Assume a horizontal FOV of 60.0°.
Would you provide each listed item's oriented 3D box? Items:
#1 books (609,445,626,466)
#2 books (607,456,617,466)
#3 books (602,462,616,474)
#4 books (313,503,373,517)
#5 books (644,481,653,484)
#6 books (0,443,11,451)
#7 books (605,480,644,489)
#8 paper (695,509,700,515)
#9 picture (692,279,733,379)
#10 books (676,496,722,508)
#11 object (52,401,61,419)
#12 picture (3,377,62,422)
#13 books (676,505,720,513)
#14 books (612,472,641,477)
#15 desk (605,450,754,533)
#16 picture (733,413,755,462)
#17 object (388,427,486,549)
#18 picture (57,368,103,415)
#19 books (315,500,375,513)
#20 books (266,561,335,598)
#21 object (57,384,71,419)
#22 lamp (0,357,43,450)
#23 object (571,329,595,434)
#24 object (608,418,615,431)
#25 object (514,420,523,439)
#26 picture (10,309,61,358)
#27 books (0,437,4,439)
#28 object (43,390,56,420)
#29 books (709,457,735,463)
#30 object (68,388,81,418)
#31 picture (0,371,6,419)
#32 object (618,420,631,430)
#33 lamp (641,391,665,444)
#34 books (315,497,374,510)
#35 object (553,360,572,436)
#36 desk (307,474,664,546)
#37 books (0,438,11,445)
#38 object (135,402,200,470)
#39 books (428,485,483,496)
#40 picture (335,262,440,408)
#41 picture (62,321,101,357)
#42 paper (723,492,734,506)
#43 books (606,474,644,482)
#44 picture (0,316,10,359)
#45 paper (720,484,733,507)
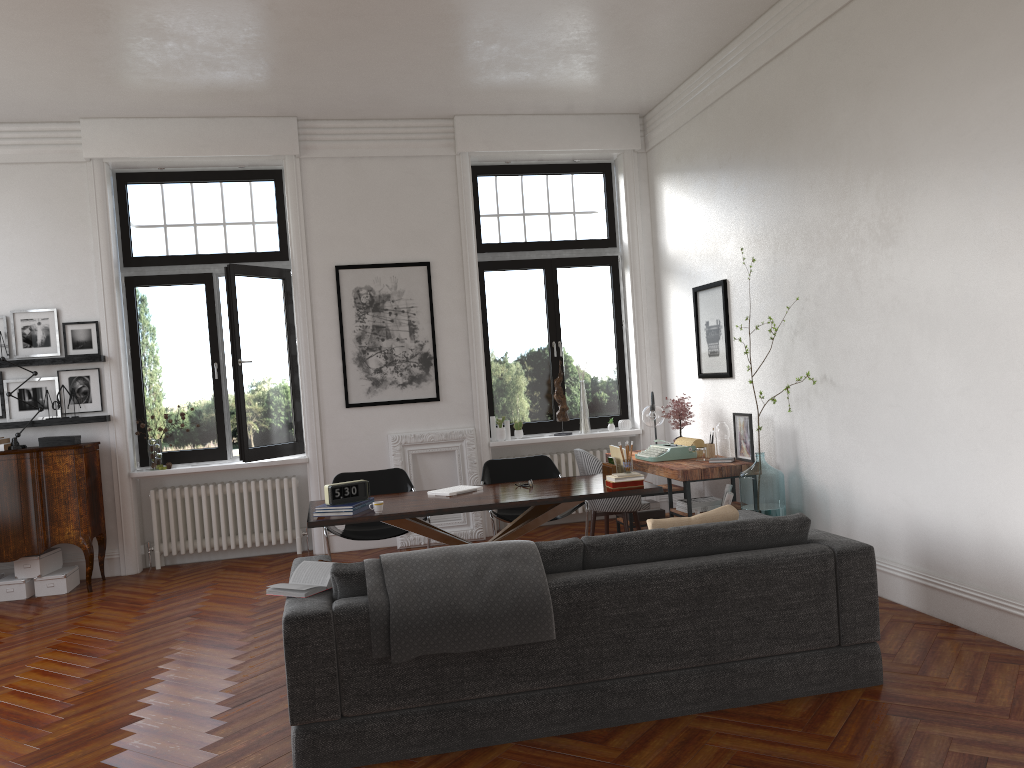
[{"bbox_3d":[0.753,0.551,6.179,0.043,0.239,0.310,-4,1,-12],"label":"books"},{"bbox_3d":[0.710,0.588,6.191,0.041,0.157,0.128,-4,1,-12],"label":"books"},{"bbox_3d":[0.676,0.613,6.141,0.028,0.125,0.221,-4,1,-12],"label":"books"},{"bbox_3d":[-1.051,0.787,5.563,0.264,0.027,0.347,-4,1,13],"label":"books"},{"bbox_3d":[1.155,0.912,8.099,0.190,0.023,0.239,-4,1,-12],"label":"books"},{"bbox_3d":[-4.324,0.533,7.336,0.294,0.057,0.229,-4,1,-12],"label":"books"},{"bbox_3d":[0.741,0.651,5.836,0.215,0.040,0.159,-4,1,-10],"label":"books"},{"bbox_3d":[1.374,1.144,6.421,0.073,0.479,0.033,-3,2,25],"label":"paper"},{"bbox_3d":[1.727,-0.457,7.634,0.050,0.816,0.634,-4,1,-12],"label":"picture"},{"bbox_3d":[1.443,0.904,6.782,0.308,0.038,0.225,-4,1,-12],"label":"books"},{"bbox_3d":[-3.931,0.225,7.647,0.066,0.161,0.040,-4,2,-12],"label":"object"},{"bbox_3d":[-4.155,0.134,7.686,0.433,0.365,0.020,-4,2,-12],"label":"picture"},{"bbox_3d":[1.438,0.940,6.773,0.308,0.038,0.225,-4,1,-13],"label":"books"},{"bbox_3d":[0.754,0.597,5.854,0.159,0.008,0.128,-4,1,-10],"label":"books"},{"bbox_3d":[1.399,0.997,7.486,0.647,0.758,1.798,-4,1,-12],"label":"desk"},{"bbox_3d":[1.785,0.409,6.833,0.023,0.369,0.282,-4,1,-12],"label":"picture"},{"bbox_3d":[-0.705,0.974,8.342,0.829,1.063,0.233,-4,2,-12],"label":"object"},{"bbox_3d":[-3.782,0.063,7.766,0.343,0.384,0.020,-4,2,-12],"label":"picture"},{"bbox_3d":[-1.043,0.765,5.552,0.250,0.017,0.344,-4,1,13],"label":"books"},{"bbox_3d":[-0.905,0.856,3.916,0.225,0.096,0.278,-4,1,30],"label":"books"},{"bbox_3d":[-3.884,0.152,7.692,0.118,0.299,0.040,-4,2,-12],"label":"object"},{"bbox_3d":[-4.189,0.152,7.429,0.174,0.803,0.490,-2,2,43],"label":"lamp"},{"bbox_3d":[0.748,-0.031,8.815,0.295,1.054,0.289,-4,2,-9],"label":"object"},{"bbox_3d":[0.995,0.407,8.891,0.072,0.134,0.072,-4,2,13],"label":"object"},{"bbox_3d":[0.068,0.447,8.768,0.097,0.186,0.099,-4,2,11],"label":"object"},{"bbox_3d":[-4.128,-0.439,7.683,0.369,0.409,0.020,-4,2,-12],"label":"picture"},{"bbox_3d":[-4.329,0.454,7.317,0.200,0.014,0.179,-4,1,-12],"label":"books"},{"bbox_3d":[-4.007,0.180,7.658,0.124,0.260,0.040,-4,2,-12],"label":"object"},{"bbox_3d":[1.617,0.591,6.896,0.213,0.031,0.129,-4,1,25],"label":"books"},{"bbox_3d":[-3.821,0.166,7.734,0.110,0.262,0.040,-4,2,-12],"label":"object"},{"bbox_3d":[-4.563,0.106,7.600,0.373,0.406,0.020,-4,2,-12],"label":"picture"},{"bbox_3d":[1.147,0.414,9.009,0.134,0.098,0.132,-5,1,-42],"label":"object"},{"bbox_3d":[1.296,0.343,8.095,0.207,0.550,0.441,-4,1,11],"label":"lamp"},{"bbox_3d":[-1.044,0.748,5.551,0.250,0.017,0.344,-4,1,13],"label":"books"},{"bbox_3d":[0.482,0.138,8.787,0.165,0.754,0.142,-3,2,30],"label":"object"},{"bbox_3d":[-0.198,1.113,5.946,2.225,0.752,1.029,-4,1,-12],"label":"desk"},{"bbox_3d":[-4.328,0.483,7.340,0.239,0.044,0.254,-4,1,-12],"label":"books"},{"bbox_3d":[-3.118,0.471,8.091,0.541,0.600,0.317,-5,2,-41],"label":"object"},{"bbox_3d":[-0.391,0.740,6.147,0.231,0.026,0.325,-3,1,43],"label":"books"},{"bbox_3d":[-1.162,-0.466,8.318,0.882,1.324,0.035,-4,2,-12],"label":"picture"},{"bbox_3d":[-3.766,-0.392,7.760,0.289,0.303,0.020,-4,2,-12],"label":"picture"},{"bbox_3d":[1.471,1.063,6.327,0.047,0.610,0.330,-5,2,-32],"label":"paper"},{"bbox_3d":[0.746,0.617,5.842,0.207,0.028,0.164,-4,1,-14],"label":"books"},{"bbox_3d":[-4.546,-0.389,7.596,0.415,0.367,0.020,-4,2,-12],"label":"picture"},{"bbox_3d":[1.513,1.059,6.525,0.294,0.626,0.047,-5,2,-19],"label":"paper"}]
